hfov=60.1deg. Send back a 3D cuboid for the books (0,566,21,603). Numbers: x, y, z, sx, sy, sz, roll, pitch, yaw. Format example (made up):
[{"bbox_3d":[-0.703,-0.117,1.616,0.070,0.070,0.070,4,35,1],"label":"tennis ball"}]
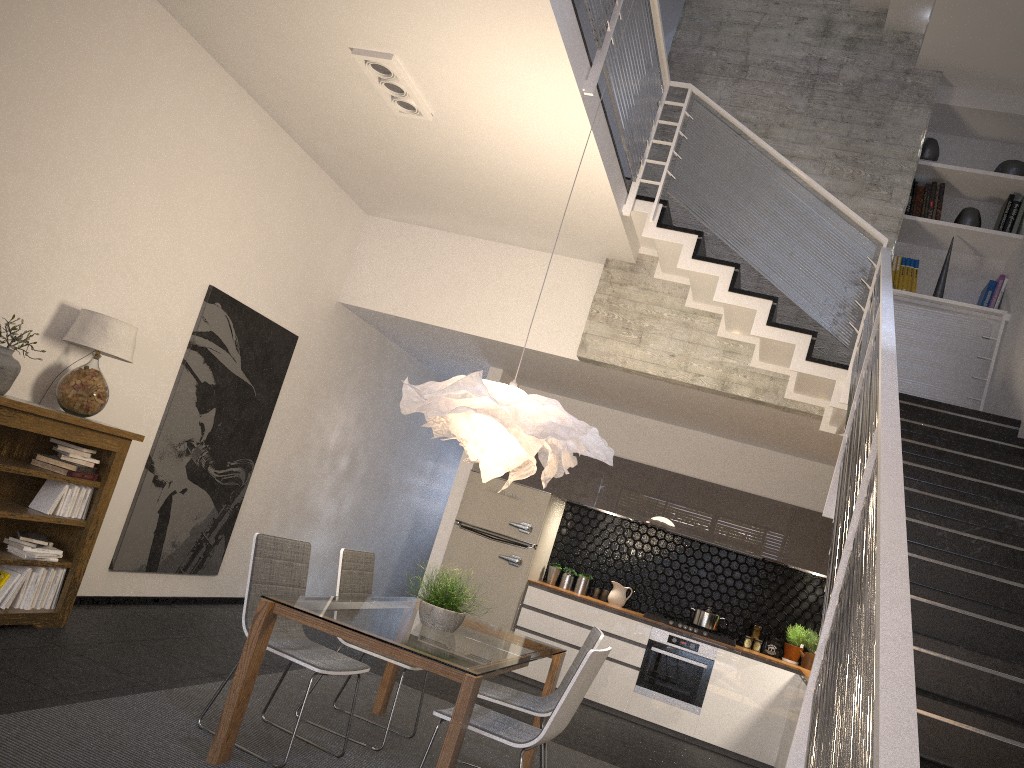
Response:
[{"bbox_3d":[-2.737,1.078,4.710,0.154,0.193,0.106,15,-7,17],"label":"books"}]

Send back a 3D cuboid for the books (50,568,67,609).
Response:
[{"bbox_3d":[-2.642,1.138,5.042,0.174,0.243,0.040,15,-6,17],"label":"books"}]

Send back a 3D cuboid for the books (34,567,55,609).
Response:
[{"bbox_3d":[-2.667,1.114,4.945,0.174,0.242,0.019,15,-6,17],"label":"books"}]

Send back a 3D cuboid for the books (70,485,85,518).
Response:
[{"bbox_3d":[-2.512,0.652,5.030,0.135,0.188,0.015,15,-6,17],"label":"books"}]

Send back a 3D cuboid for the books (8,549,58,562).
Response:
[{"bbox_3d":[-2.618,0.935,4.839,0.154,0.020,0.207,13,-10,27],"label":"books"}]

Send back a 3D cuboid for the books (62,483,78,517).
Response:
[{"bbox_3d":[-2.523,0.638,4.966,0.135,0.187,0.018,15,-6,17],"label":"books"}]

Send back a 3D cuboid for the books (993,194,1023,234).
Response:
[{"bbox_3d":[3.755,-1.210,6.715,0.159,0.380,0.268,15,-7,18],"label":"books"}]

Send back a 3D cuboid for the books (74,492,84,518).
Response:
[{"bbox_3d":[-2.513,0.670,5.045,0.119,0.158,0.016,15,-6,17],"label":"books"}]

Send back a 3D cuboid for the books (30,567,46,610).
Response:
[{"bbox_3d":[-2.683,1.100,4.886,0.174,0.242,0.019,15,-6,17],"label":"books"}]

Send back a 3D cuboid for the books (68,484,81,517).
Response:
[{"bbox_3d":[-2.532,0.644,5.019,0.135,0.187,0.018,15,-6,17],"label":"books"}]

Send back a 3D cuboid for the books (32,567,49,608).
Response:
[{"bbox_3d":[-2.693,1.104,4.931,0.174,0.242,0.024,15,-6,17],"label":"books"}]

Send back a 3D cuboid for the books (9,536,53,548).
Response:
[{"bbox_3d":[-2.632,0.863,4.846,0.155,0.022,0.206,18,-9,-2],"label":"books"}]

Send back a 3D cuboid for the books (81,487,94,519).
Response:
[{"bbox_3d":[-2.493,0.670,5.105,0.135,0.188,0.031,15,-6,17],"label":"books"}]

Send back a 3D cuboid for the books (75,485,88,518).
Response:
[{"bbox_3d":[-2.519,0.656,5.068,0.135,0.187,0.018,15,-6,17],"label":"books"}]

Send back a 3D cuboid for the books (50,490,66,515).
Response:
[{"bbox_3d":[-2.553,0.633,4.896,0.119,0.156,0.057,15,-7,17],"label":"books"}]

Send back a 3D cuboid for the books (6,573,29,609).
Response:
[{"bbox_3d":[-2.720,1.090,4.772,0.154,0.202,0.073,15,-7,17],"label":"books"}]

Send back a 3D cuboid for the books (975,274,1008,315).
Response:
[{"bbox_3d":[3.581,-0.607,6.665,0.145,0.381,0.275,15,-7,18],"label":"books"}]

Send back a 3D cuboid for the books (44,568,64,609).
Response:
[{"bbox_3d":[-2.652,1.130,5.013,0.174,0.242,0.024,15,-6,17],"label":"books"}]

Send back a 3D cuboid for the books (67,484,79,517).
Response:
[{"bbox_3d":[-2.525,0.641,4.984,0.135,0.188,0.015,15,-6,17],"label":"books"}]

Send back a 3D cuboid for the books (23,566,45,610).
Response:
[{"bbox_3d":[-2.680,1.097,4.862,0.174,0.242,0.024,15,-6,17],"label":"books"}]

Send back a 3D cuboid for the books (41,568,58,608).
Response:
[{"bbox_3d":[-2.676,1.120,4.995,0.174,0.242,0.024,15,-6,17],"label":"books"}]

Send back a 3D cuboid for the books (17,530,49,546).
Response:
[{"bbox_3d":[-2.627,0.842,4.855,0.148,0.023,0.220,23,-10,-31],"label":"books"}]

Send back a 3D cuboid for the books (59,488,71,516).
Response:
[{"bbox_3d":[-2.539,0.646,4.950,0.119,0.158,0.016,15,-6,17],"label":"books"}]

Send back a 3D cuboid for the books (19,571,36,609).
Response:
[{"bbox_3d":[-2.701,1.107,4.842,0.154,0.204,0.021,15,-6,17],"label":"books"}]

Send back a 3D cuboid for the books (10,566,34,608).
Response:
[{"bbox_3d":[-2.721,1.078,4.825,0.174,0.242,0.024,15,-6,17],"label":"books"}]

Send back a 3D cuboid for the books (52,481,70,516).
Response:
[{"bbox_3d":[-2.554,0.624,4.937,0.135,0.187,0.018,15,-6,17],"label":"books"}]

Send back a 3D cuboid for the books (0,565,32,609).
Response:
[{"bbox_3d":[-2.720,1.069,4.749,0.174,0.233,0.101,15,-7,17],"label":"books"}]

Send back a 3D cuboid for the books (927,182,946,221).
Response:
[{"bbox_3d":[3.269,-1.334,6.889,0.133,0.380,0.275,15,-7,18],"label":"books"}]

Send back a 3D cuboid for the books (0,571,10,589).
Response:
[{"bbox_3d":[-2.783,1.067,4.673,0.145,0.182,0.148,15,-8,21],"label":"books"}]

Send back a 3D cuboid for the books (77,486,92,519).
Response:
[{"bbox_3d":[-2.500,0.664,5.082,0.135,0.187,0.018,15,-6,17],"label":"books"}]

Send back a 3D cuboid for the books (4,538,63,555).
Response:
[{"bbox_3d":[-2.623,0.891,4.853,0.174,0.023,0.246,13,-10,27],"label":"books"}]

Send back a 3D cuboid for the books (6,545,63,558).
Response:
[{"bbox_3d":[-2.609,0.918,4.846,0.174,0.019,0.246,16,-9,8],"label":"books"}]

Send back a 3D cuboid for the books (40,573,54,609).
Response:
[{"bbox_3d":[-2.669,1.137,4.965,0.154,0.204,0.021,15,-6,17],"label":"books"}]

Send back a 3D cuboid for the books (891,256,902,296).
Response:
[{"bbox_3d":[2.916,-0.775,6.875,0.159,0.370,0.275,15,-7,18],"label":"books"}]

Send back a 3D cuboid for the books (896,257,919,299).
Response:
[{"bbox_3d":[3.036,-0.745,6.837,0.170,0.371,0.275,15,-7,18],"label":"books"}]
